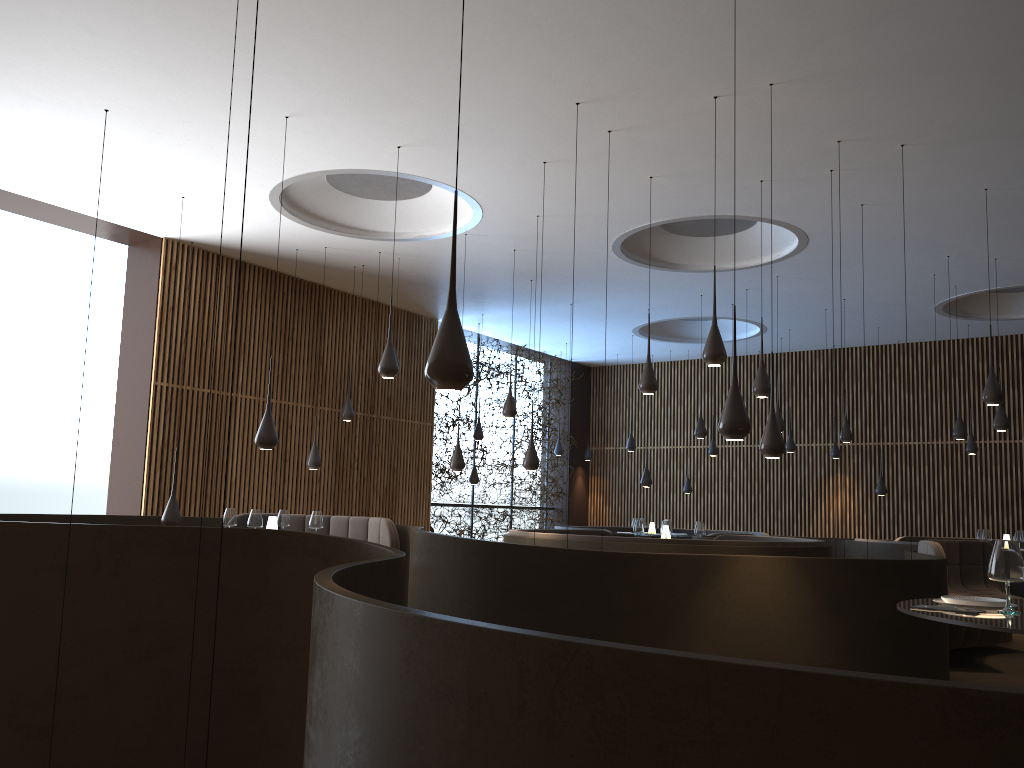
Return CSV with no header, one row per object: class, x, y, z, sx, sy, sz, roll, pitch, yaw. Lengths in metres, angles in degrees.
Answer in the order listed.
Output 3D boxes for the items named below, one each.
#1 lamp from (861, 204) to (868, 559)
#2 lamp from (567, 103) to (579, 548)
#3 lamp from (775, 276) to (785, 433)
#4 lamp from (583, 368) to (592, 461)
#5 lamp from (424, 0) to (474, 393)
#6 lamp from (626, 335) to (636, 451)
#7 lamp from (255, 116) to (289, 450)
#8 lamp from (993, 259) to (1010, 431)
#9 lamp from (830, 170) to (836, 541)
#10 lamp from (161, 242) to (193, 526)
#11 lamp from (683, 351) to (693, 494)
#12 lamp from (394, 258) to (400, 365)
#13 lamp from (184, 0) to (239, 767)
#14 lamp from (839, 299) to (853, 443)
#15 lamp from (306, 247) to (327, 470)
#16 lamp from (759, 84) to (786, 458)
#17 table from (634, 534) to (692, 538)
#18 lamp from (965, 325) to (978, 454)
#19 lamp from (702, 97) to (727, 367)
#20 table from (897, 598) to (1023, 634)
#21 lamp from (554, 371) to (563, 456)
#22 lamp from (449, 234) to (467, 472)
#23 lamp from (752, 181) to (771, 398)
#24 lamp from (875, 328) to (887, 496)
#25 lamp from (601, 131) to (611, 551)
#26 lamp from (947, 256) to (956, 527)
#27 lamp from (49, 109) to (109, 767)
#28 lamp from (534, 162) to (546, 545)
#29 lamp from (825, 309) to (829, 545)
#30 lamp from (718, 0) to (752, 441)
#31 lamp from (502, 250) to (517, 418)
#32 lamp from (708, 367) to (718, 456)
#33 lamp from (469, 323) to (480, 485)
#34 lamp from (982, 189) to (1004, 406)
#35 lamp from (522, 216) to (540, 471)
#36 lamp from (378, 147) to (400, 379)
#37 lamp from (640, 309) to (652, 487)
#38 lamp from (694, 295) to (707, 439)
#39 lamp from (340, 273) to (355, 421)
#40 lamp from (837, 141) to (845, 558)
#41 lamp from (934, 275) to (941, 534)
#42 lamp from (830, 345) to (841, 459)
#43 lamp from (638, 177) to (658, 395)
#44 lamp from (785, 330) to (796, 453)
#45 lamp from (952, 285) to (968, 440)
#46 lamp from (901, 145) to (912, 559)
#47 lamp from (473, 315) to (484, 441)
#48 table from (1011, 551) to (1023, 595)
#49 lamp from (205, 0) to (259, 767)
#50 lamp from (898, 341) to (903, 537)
lamp,3.707,1.161,9.264,0.196,6.257,0.196,4,-7,-20
lamp,0.456,0.750,7.089,0.196,6.257,0.196,4,-7,-20
lamp,3.729,-0.424,12.441,0.196,2.217,0.196,4,-7,-20
lamp,1.755,0.640,20.276,0.196,2.217,0.196,6,-8,-30
lamp,-0.204,-1.437,3.637,0.196,2.952,0.196,7,-9,-40
lamp,2.282,0.170,16.887,0.196,2.217,0.196,-1,-7,20
lamp,-2.048,-0.909,7.714,0.196,2.952,0.196,4,-7,-20
lamp,6.198,-0.509,11.291,0.196,2.217,0.196,4,-7,-20
lamp,3.043,1.009,8.346,0.196,6.257,0.196,6,-8,-30
lamp,-3.391,-0.014,9.102,0.196,2.952,0.196,3,-7,-10
lamp,3.624,0.775,18.242,0.196,2.952,0.196,-1,-7,20
lamp,-1.581,-0.986,12.163,0.133,1.504,0.133,-2,-8,30
lamp,-1.742,0.102,5.110,0.196,6.257,0.196,7,-9,-40
lamp,5.118,-0.213,13.615,0.196,2.217,0.196,4,-7,-20
lamp,-2.528,-0.358,11.655,0.196,2.952,0.196,-1,-7,20
lamp,2.008,-0.908,6.853,0.196,2.952,0.196,-4,-9,40
table,2.541,3.262,16.133,1.672,1.021,1.677,2,-8,-4
lamp,7.813,0.085,15.118,0.196,2.217,0.196,1,-7,10
lamp,1.633,-1.245,7.132,0.196,2.217,0.196,4,-7,-20
table,2.424,1.440,3.460,1.674,1.021,1.676,-6,-11,43
lamp,1.017,0.413,18.851,0.196,2.217,0.196,6,-8,-30
lamp,-0.621,-0.406,10.918,0.196,2.952,0.196,3,-7,-10
lamp,2.510,-0.968,8.907,0.196,2.217,0.196,-2,-8,30
lamp,6.435,0.468,15.507,0.196,2.952,0.196,-1,-7,20
lamp,0.782,0.834,7.609,0.196,6.257,0.196,-4,-9,40
lamp,5.504,1.467,11.013,0.196,6.257,0.196,4,-7,-20
lamp,-2.919,1.200,5.810,0.196,6.257,0.196,7,-9,-40
lamp,0.227,0.926,8.363,0.196,6.257,0.196,-4,-9,40
lamp,5.019,1.893,14.084,0.196,6.257,0.196,7,-9,-40
lamp,1.362,-1.134,5.418,0.196,2.952,0.196,4,-7,-20
lamp,0.001,-0.662,11.546,0.196,2.217,0.196,-2,-8,30
lamp,3.974,0.310,17.500,0.196,2.217,0.196,-1,-7,20
lamp,-0.644,0.349,16.184,0.196,2.952,0.196,4,-7,-20
lamp,4.818,-0.892,8.945,0.196,2.217,0.196,3,-7,-10
lamp,0.257,-0.490,10.144,0.196,2.952,0.196,2,-7,0
lamp,-1.114,-1.158,8.328,0.196,2.217,0.196,4,-7,-20
lamp,2.239,0.217,14.651,0.196,2.952,0.196,-2,-8,30
lamp,2.909,-0.273,13.640,0.196,2.217,0.196,4,-7,-20
lamp,-2.289,-0.583,12.608,0.196,2.217,0.196,6,-8,-30
lamp,2.869,0.907,7.672,0.196,6.257,0.196,-1,-7,20
lamp,5.735,1.598,11.879,0.196,6.257,0.196,4,-7,-20
lamp,6.278,0.341,17.231,0.196,2.217,0.196,-1,-7,20
lamp,1.380,-1.001,8.890,0.196,2.217,0.196,-4,-9,40
lamp,5.003,0.118,15.948,0.196,2.217,0.196,-1,-7,20
lamp,6.354,-0.316,12.628,0.196,2.217,0.196,4,-7,-20
lamp,3.463,0.931,7.715,0.196,6.257,0.196,-1,-7,20
lamp,-0.551,-0.119,15.478,0.196,2.217,0.196,4,-7,-20
table,7.364,2.982,13.157,1.672,1.021,1.677,-2,-9,24
lamp,-1.117,-0.102,3.558,0.196,6.257,0.196,7,-9,-40
lamp,7.217,2.293,16.404,0.196,6.257,0.196,7,-9,-40
